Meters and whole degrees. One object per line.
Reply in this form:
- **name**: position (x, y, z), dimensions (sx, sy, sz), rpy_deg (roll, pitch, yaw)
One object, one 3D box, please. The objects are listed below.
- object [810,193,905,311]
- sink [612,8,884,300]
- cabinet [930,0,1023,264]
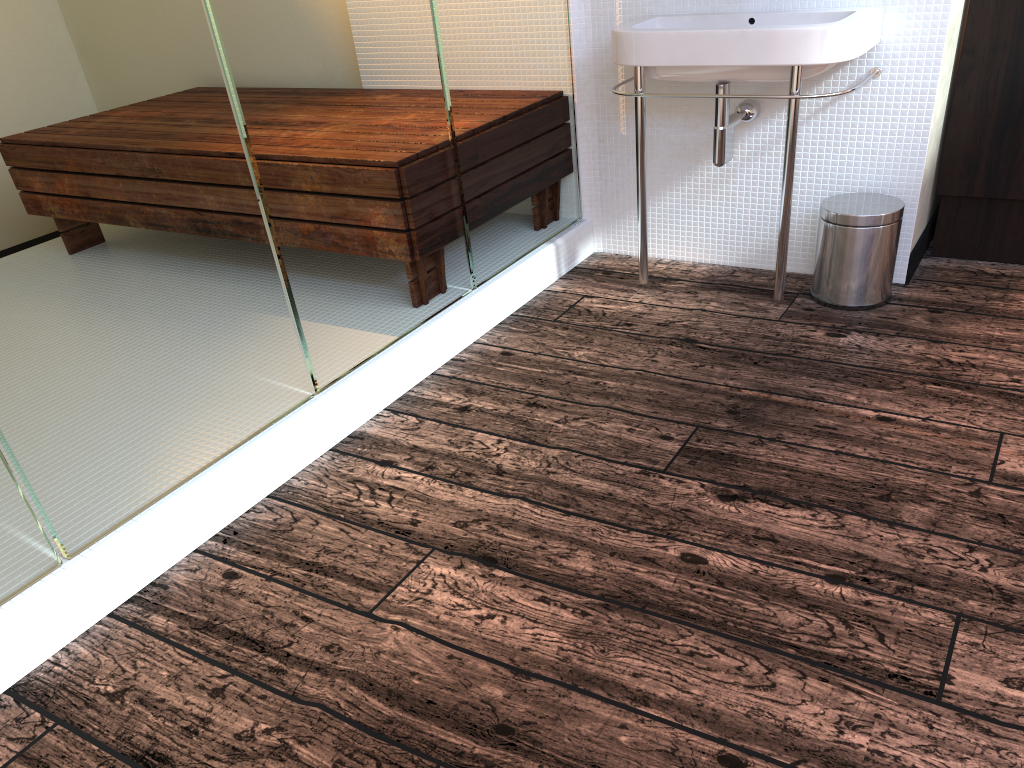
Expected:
- **object**: position (0.974, -0.417, 2.510), dimensions (0.223, 0.312, 0.219), rpy_deg (-7, 31, -1)
- **sink**: position (0.621, -0.709, 2.505), dimensions (0.678, 0.799, 0.341), rpy_deg (12, 36, 28)
- **cabinet**: position (1.889, -1.250, 3.111), dimensions (0.384, 0.939, 1.830), rpy_deg (13, 36, 28)
